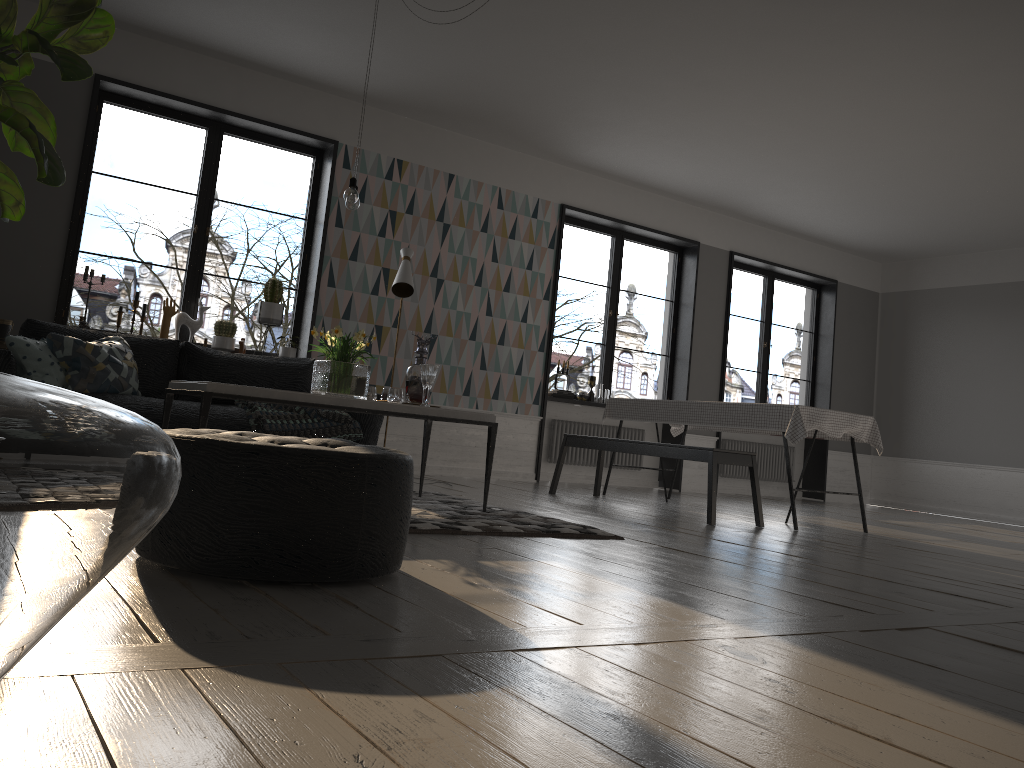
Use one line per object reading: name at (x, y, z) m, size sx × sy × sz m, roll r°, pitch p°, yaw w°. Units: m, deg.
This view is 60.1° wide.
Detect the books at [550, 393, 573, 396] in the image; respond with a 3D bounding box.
books at (0.440, 0.100, 8.429) m, size 0.215 × 0.011 × 0.173 m, roll 7°, pitch -4°, yaw -27°

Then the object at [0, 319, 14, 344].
object at (-3.237, -0.327, 5.577) m, size 0.138 × 0.161 × 0.140 m, roll 5°, pitch -5°, yaw 5°

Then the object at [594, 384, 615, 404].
object at (0.926, 0.105, 8.744) m, size 0.266 × 0.193 × 0.153 m, roll 9°, pitch -6°, yaw -33°

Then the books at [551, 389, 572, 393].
books at (0.472, 0.067, 8.439) m, size 0.153 × 0.017 × 0.123 m, roll 8°, pitch -4°, yaw -31°

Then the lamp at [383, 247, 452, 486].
lamp at (-0.864, -0.149, 6.772) m, size 0.676 × 1.715 × 1.244 m, roll 10°, pitch -7°, yaw -34°

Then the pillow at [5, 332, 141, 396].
pillow at (-2.435, -0.122, 4.919) m, size 0.444 × 0.365 × 0.793 m, roll 2°, pitch -5°, yaw 39°

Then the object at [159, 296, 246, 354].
object at (-2.304, -0.444, 6.667) m, size 0.659 × 0.413 × 0.134 m, roll 8°, pitch -7°, yaw -31°

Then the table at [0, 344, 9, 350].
table at (-3.464, 0.033, 5.454) m, size 0.738 × 0.685 × 0.338 m, roll 9°, pitch -7°, yaw -33°

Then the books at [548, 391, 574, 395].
books at (0.465, 0.086, 8.438) m, size 0.197 × 0.022 × 0.162 m, roll 8°, pitch -4°, yaw -32°

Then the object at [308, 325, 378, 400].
object at (-0.860, -0.107, 4.420) m, size 0.350 × 0.354 × 0.324 m, roll 9°, pitch -6°, yaw -30°

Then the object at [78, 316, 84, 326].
object at (-3.054, -0.417, 6.264) m, size 0.084 × 0.152 × 0.084 m, roll 9°, pitch -7°, yaw -29°

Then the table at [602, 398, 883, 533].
table at (1.602, 0.557, 6.576) m, size 0.926 × 0.790 × 2.023 m, roll 9°, pitch -5°, yaw -33°

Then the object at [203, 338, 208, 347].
object at (-2.305, -0.293, 6.647) m, size 0.123 × 0.100 × 0.122 m, roll 7°, pitch -5°, yaw -10°

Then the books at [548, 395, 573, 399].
books at (0.430, 0.128, 8.418) m, size 0.266 × 0.011 × 0.161 m, roll 8°, pitch -4°, yaw -30°

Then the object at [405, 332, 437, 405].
object at (-0.509, -0.080, 4.885) m, size 0.148 × 0.420 × 0.155 m, roll 7°, pitch -7°, yaw -13°

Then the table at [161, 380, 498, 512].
table at (-0.895, 0.322, 4.344) m, size 1.448 × 0.515 × 0.731 m, roll 8°, pitch -5°, yaw -33°

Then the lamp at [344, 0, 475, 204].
lamp at (-0.134, -1.616, 4.195) m, size 1.397 × 1.548 × 0.074 m, roll 3°, pitch -7°, yaw 26°

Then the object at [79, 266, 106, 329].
object at (-2.992, -0.584, 6.218) m, size 0.162 × 0.494 × 0.143 m, roll 5°, pitch -7°, yaw 3°

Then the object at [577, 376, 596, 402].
object at (0.729, 0.045, 8.607) m, size 0.193 × 0.259 × 0.114 m, roll 8°, pitch -7°, yaw -23°

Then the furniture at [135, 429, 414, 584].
furniture at (-0.649, 0.321, 2.481) m, size 0.736 × 0.359 × 0.730 m, roll 2°, pitch -5°, yaw 44°

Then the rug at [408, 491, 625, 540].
rug at (-1.021, 0.537, 4.063) m, size 2.514 × 0.034 × 1.768 m, roll 8°, pitch -4°, yaw -33°

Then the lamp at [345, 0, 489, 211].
lamp at (-0.152, -1.610, 4.331) m, size 1.397 × 1.548 × 0.074 m, roll 3°, pitch -7°, yaw 26°

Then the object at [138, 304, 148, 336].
object at (-2.700, -0.446, 6.461) m, size 0.075 × 0.303 × 0.075 m, roll 6°, pitch -7°, yaw -2°

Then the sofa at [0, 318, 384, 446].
sofa at (-1.966, 0.126, 5.275) m, size 2.328 × 0.804 × 0.969 m, roll 8°, pitch -5°, yaw -33°

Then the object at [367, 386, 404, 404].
object at (-0.638, 0.069, 4.708) m, size 0.279 × 0.088 × 0.244 m, roll 3°, pitch -4°, yaw 35°

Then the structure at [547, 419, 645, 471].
structure at (0.861, 0.616, 8.836) m, size 1.216 × 0.431 × 0.148 m, roll 8°, pitch -7°, yaw -34°

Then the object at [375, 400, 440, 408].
object at (-0.576, 0.112, 4.818) m, size 0.316 × 0.015 × 0.246 m, roll 8°, pitch -4°, yaw -33°

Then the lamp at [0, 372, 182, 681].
lamp at (-0.441, 0.192, 0.506) m, size 0.432 × 0.441 × 0.430 m, roll 7°, pitch -5°, yaw -11°

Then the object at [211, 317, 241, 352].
object at (-2.205, -0.370, 6.783) m, size 0.213 × 0.285 × 0.232 m, roll 2°, pitch -6°, yaw 31°

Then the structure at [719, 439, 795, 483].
structure at (2.810, 0.885, 10.090) m, size 1.216 × 0.431 × 0.148 m, roll 8°, pitch -7°, yaw -34°

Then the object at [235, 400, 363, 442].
object at (-1.306, 0.222, 5.352) m, size 0.663 × 0.331 × 0.490 m, roll 9°, pitch -5°, yaw -38°

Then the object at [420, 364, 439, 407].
object at (-0.448, 0.013, 4.671) m, size 0.082 × 0.229 × 0.167 m, roll 8°, pitch -6°, yaw -21°

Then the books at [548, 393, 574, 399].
books at (0.429, 0.113, 8.427) m, size 0.270 × 0.019 × 0.183 m, roll 8°, pitch -4°, yaw -33°

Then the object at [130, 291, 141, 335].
object at (-2.728, -0.491, 6.385) m, size 0.122 × 0.378 × 0.123 m, roll 9°, pitch -7°, yaw -28°

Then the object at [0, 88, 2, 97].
object at (-2.070, -0.585, 3.127) m, size 0.416 × 1.159 × 0.562 m, roll 5°, pitch -6°, yaw 7°

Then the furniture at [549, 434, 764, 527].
furniture at (0.946, 0.632, 6.109) m, size 0.463 × 0.459 × 1.667 m, roll 9°, pitch -5°, yaw -33°

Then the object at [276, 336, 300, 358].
object at (-1.749, -0.276, 6.920) m, size 0.170 × 0.205 × 0.246 m, roll 9°, pitch -6°, yaw -30°

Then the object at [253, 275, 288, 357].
object at (-1.883, -0.528, 6.878) m, size 0.229 × 0.675 × 0.233 m, roll 2°, pitch -7°, yaw 28°

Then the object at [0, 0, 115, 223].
object at (-1.151, -0.472, 1.746) m, size 0.510 × 0.971 × 0.541 m, roll 0°, pitch -8°, yaw 42°
